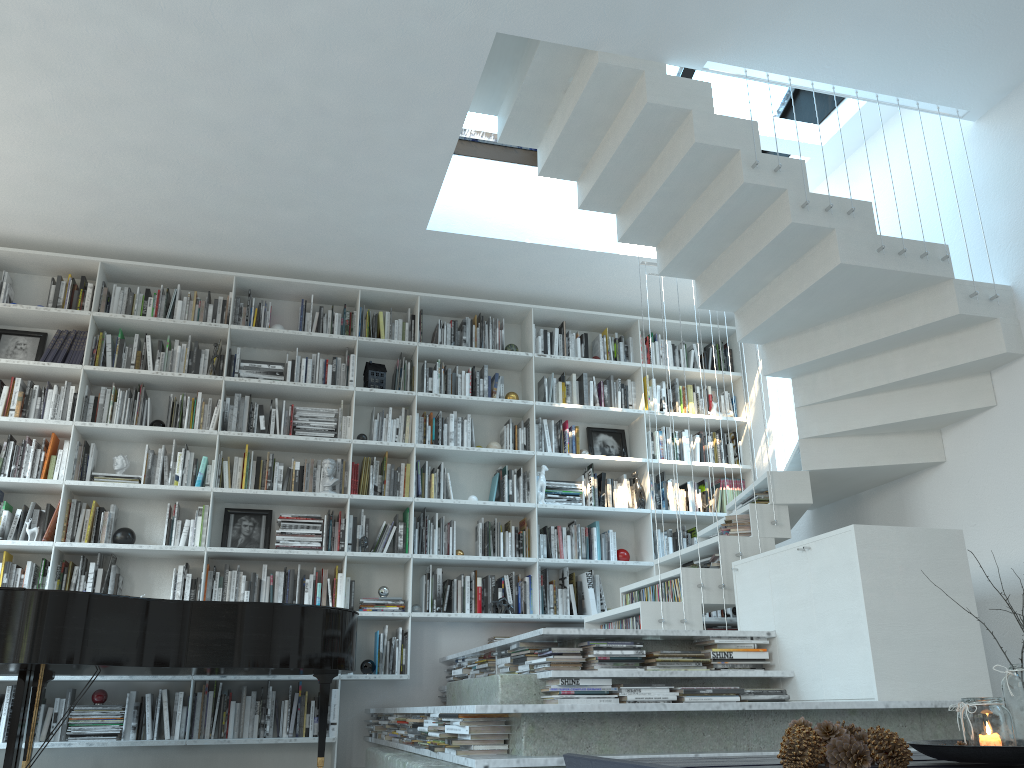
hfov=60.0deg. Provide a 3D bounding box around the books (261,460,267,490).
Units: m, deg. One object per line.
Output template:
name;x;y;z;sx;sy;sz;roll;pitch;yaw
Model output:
books;-1.625;0.627;5.798;0.025;0.235;0.137;5;-20;-15

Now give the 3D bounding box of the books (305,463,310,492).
books;-1.362;0.656;5.875;0.025;0.229;0.143;5;-20;-15

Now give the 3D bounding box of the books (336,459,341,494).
books;-1.168;0.649;5.932;0.025;0.278;0.108;5;-20;-15

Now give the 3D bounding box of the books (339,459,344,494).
books;-1.145;0.651;5.920;0.014;0.265;0.154;5;-20;-15

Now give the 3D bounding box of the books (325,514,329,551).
books;-1.213;0.992;5.777;0.011;0.259;0.185;5;-20;-15

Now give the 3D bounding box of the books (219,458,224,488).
books;-1.882;0.610;5.742;0.011;0.234;0.142;5;-20;-15

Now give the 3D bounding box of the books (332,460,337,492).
books;-1.189;0.652;5.913;0.025;0.258;0.131;5;-20;-15

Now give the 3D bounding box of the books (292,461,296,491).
books;-1.442;0.641;5.838;0.010;0.233;0.175;5;-20;-15

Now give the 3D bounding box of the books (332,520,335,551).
books;-1.173;1.014;5.800;0.013;0.231;0.134;5;-20;-15

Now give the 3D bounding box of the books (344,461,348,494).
books;-1.119;0.660;5.946;0.023;0.263;0.107;5;-20;-15

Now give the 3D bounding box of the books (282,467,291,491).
books;-1.488;0.658;5.833;0.050;0.198;0.146;5;-20;-15

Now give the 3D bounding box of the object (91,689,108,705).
object;-2.377;1.805;5.112;0.086;0.087;0.086;14;-25;-35

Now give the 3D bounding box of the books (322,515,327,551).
books;-1.225;0.995;5.776;0.012;0.253;0.161;5;-20;-15

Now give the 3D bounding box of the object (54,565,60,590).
object;-2.702;1.216;5.275;0.012;0.253;0.161;5;-20;-15

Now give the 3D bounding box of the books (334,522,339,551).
books;-1.156;1.022;5.800;0.021;0.216;0.132;5;-20;-15

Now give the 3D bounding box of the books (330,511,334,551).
books;-1.182;0.985;5.800;0.011;0.287;0.152;5;-20;-15

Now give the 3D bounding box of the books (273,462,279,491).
books;-1.549;0.640;5.808;0.024;0.215;0.176;5;-21;-15

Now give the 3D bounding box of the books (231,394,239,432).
books;-1.832;0.232;5.869;0.026;0.296;0.180;5;-20;-15

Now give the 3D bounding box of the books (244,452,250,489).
books;-1.718;0.594;5.749;0.015;0.265;0.190;5;-20;-15

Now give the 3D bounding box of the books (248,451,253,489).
books;-1.700;0.594;5.770;0.010;0.279;0.171;5;-20;-15

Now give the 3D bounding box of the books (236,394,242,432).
books;-1.818;0.233;5.894;0.014;0.311;0.134;5;-20;-15

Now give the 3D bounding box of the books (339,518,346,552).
books;-1.112;1.011;5.786;0.034;0.228;0.200;5;-21;-15

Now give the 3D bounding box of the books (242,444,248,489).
books;-1.732;0.569;5.754;0.014;0.316;0.188;5;-20;-15

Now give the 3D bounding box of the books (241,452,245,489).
books;-1.755;0.599;5.785;0.010;0.283;0.137;5;-20;-15

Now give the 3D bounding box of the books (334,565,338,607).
books;-1.136;1.327;5.693;0.011;0.299;0.150;5;-20;-15

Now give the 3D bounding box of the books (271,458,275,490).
books;-1.570;0.627;5.821;0.011;0.250;0.131;5;-20;-15

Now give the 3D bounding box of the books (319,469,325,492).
books;-1.263;0.673;5.885;0.035;0.200;0.149;5;-20;-15

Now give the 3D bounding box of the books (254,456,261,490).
books;-1.666;0.618;5.804;0.028;0.258;0.135;5;-20;-15

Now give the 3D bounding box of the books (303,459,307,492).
books;-1.370;0.635;5.840;0.012;0.244;0.186;5;-20;-15

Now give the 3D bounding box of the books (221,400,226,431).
books;-1.905;0.251;5.855;0.012;0.253;0.161;5;-20;-15

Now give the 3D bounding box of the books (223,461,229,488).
books;-1.844;0.617;5.723;0.053;0.208;0.156;5;-20;-15

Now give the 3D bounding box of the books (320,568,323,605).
books;-1.225;1.331;5.675;0.010;0.283;0.132;5;-20;-15

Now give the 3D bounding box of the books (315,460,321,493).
books;-1.292;0.645;5.889;0.024;0.258;0.127;5;-20;-15

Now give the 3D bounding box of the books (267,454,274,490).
books;-1.581;0.608;5.794;0.028;0.266;0.190;5;-20;-15

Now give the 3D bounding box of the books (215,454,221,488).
books;-1.901;0.597;5.732;0.012;0.253;0.161;5;-20;-15

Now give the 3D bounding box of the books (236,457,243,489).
books;-1.770;0.613;5.762;0.029;0.239;0.156;5;-20;-15

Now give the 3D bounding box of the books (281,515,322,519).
books;-1.378;0.882;5.775;0.254;0.012;0.161;6;-21;-17

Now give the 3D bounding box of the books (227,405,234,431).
books;-1.862;0.268;5.867;0.027;0.227;0.148;5;-20;-15

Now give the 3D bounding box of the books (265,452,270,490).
books;-1.605;0.604;5.805;0.013;0.282;0.177;5;-20;-15

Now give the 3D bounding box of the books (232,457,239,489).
books;-1.799;0.609;5.761;0.026;0.247;0.139;5;-20;-15

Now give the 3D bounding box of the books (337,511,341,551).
books;-1.137;0.989;5.798;0.011;0.278;0.186;5;-20;-15

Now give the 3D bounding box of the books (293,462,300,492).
books;-1.420;0.643;5.831;0.029;0.223;0.186;5;-21;-15

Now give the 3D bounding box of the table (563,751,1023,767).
table;0.914;0.927;1.920;1.270;0.217;1.262;5;-21;-15

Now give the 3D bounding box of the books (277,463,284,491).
books;-1.523;0.644;5.815;0.030;0.214;0.169;5;-20;-15

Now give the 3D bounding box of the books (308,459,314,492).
books;-1.334;0.638;5.869;0.025;0.257;0.151;5;-20;-15

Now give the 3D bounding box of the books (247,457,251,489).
books;-1.714;0.616;5.778;0.010;0.244;0.150;5;-20;-15

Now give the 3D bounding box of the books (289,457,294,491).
books;-1.455;0.630;5.843;0.014;0.257;0.162;5;-20;-15

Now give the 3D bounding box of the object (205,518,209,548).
object;-1.923;0.963;5.612;0.017;0.215;0.104;5;-20;-15

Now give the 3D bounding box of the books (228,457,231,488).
books;-1.829;0.606;5.744;0.042;0.241;0.163;5;-20;-15

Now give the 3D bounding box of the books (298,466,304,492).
books;-1.393;0.658;5.837;0.029;0.199;0.179;5;-21;-15

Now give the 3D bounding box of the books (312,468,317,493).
books;-1.315;0.670;5.881;0.022;0.206;0.114;5;-20;-15

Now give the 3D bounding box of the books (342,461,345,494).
books;-1.135;0.658;5.934;0.014;0.260;0.137;5;-20;-15

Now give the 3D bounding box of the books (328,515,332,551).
books;-1.194;0.999;5.792;0.013;0.255;0.163;5;-20;-15

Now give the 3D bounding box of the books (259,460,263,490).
books;-1.641;0.627;5.785;0.012;0.227;0.170;5;-20;-15

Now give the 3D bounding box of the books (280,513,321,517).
books;-1.377;0.869;5.777;0.254;0.012;0.161;3;-21;-11

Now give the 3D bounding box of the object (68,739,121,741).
object;-2.381;2.035;5.068;0.254;0.007;0.161;4;-21;-12

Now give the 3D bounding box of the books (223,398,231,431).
books;-1.884;0.243;5.853;0.026;0.266;0.171;5;-20;-15

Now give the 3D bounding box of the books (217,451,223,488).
books;-1.892;0.588;5.748;0.010;0.281;0.140;5;-20;-15

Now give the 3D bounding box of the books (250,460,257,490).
books;-1.689;0.628;5.787;0.024;0.227;0.148;5;-20;-15
